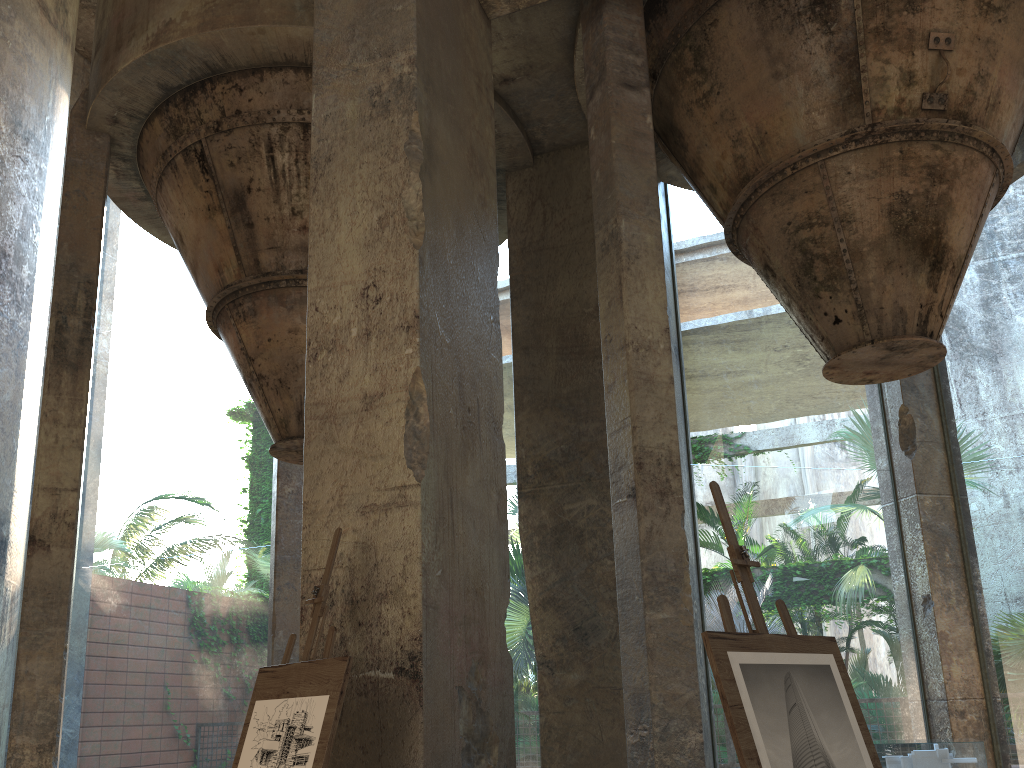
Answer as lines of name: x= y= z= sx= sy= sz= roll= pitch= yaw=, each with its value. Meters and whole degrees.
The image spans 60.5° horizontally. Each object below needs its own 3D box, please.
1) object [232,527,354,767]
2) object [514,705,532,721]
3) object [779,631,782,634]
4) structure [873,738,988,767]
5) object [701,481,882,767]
object: x=-0.867 y=1.564 z=3.365 sx=0.694 sy=2.073 sz=0.716 roll=12 pitch=-20 yaw=-42
object: x=-0.288 y=2.815 z=7.768 sx=0.874 sy=0.908 sz=0.700 roll=-17 pitch=-22 yaw=39
object: x=1.999 y=2.407 z=6.906 sx=0.693 sy=0.907 sz=0.884 roll=-9 pitch=-19 yaw=22
structure: x=3.153 y=3.198 z=6.583 sx=0.747 sy=0.980 sz=0.757 roll=-8 pitch=-18 yaw=20
object: x=0.933 y=1.292 z=2.813 sx=0.709 sy=2.073 sz=0.700 roll=9 pitch=-18 yaw=-36
